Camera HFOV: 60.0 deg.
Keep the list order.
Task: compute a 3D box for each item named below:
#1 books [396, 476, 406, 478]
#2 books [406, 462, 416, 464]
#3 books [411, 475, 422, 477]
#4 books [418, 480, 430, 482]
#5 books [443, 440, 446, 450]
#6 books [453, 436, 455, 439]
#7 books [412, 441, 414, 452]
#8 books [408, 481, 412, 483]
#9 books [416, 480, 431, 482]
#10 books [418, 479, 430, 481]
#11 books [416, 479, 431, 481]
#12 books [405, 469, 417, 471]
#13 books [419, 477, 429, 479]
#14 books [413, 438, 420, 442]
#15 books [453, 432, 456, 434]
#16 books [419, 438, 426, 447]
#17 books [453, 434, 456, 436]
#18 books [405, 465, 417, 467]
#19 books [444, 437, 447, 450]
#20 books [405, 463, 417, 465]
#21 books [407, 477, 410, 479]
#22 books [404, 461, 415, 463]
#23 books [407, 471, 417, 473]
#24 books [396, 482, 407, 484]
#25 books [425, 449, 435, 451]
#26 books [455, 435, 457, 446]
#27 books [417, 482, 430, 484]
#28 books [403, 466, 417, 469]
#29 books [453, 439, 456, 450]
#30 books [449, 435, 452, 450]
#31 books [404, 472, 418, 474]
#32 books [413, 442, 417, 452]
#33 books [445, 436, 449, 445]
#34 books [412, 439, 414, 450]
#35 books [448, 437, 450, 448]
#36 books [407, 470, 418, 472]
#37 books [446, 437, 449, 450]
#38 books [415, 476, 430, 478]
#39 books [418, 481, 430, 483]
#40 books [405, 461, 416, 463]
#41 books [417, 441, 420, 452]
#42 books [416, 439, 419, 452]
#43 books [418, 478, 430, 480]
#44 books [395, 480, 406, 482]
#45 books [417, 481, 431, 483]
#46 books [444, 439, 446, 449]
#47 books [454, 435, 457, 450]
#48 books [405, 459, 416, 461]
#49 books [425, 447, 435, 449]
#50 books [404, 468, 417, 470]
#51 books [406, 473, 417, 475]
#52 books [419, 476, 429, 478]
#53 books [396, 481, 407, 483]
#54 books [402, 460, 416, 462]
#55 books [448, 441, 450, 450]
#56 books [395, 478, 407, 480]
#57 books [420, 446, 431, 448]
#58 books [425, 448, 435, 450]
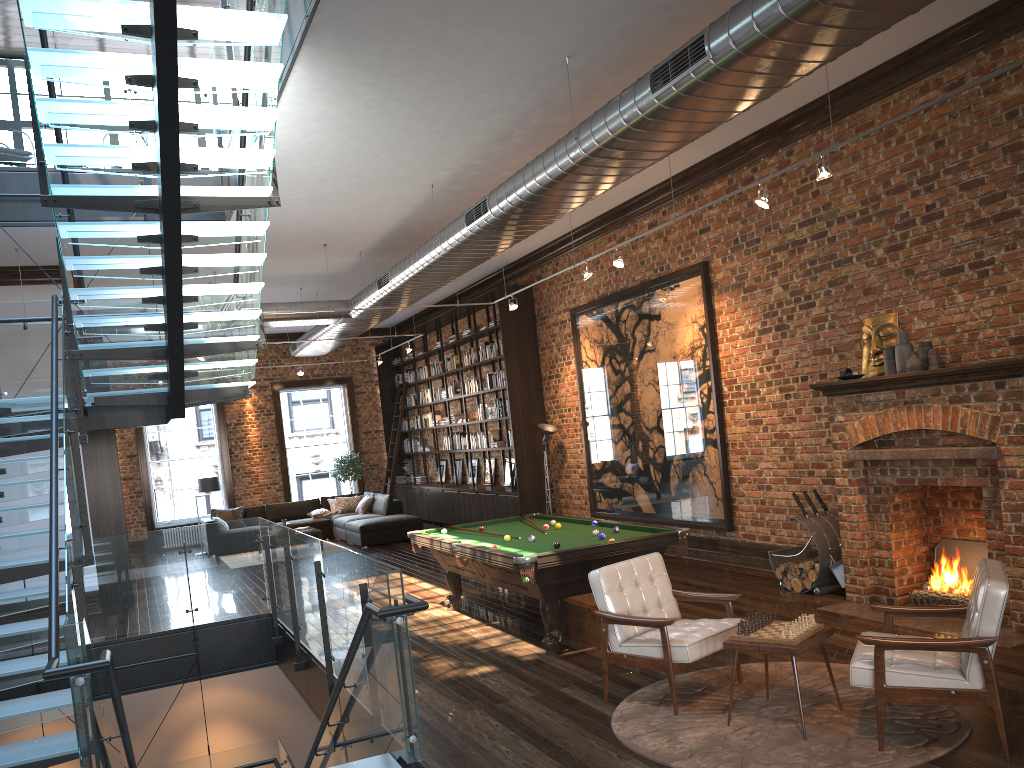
[{"bbox_3d":[-2.569,2.138,20.445,0.199,0.020,0.212,-5,-3,-19],"label":"books"},{"bbox_3d":[-2.335,1.821,20.484,0.183,0.030,0.265,-5,-3,-18],"label":"books"},{"bbox_3d":[-2.166,2.082,20.075,0.176,0.006,0.258,-4,-3,-29],"label":"books"},{"bbox_3d":[-1.961,2.144,19.647,0.228,0.008,0.330,-5,-3,-21],"label":"books"},{"bbox_3d":[-1.318,1.244,18.083,0.177,0.205,0.068,-6,1,-23],"label":"books"},{"bbox_3d":[-1.075,1.153,17.550,0.154,0.277,0.013,-6,2,-23],"label":"books"},{"bbox_3d":[-2.154,1.403,20.017,0.178,0.257,0.031,-6,2,-23],"label":"books"},{"bbox_3d":[-2.293,2.251,20.503,0.198,0.035,0.218,-5,-3,-20],"label":"books"},{"bbox_3d":[-1.963,2.152,19.646,0.226,0.007,0.371,-5,-3,-27],"label":"books"},{"bbox_3d":[-1.961,2.122,19.648,0.228,0.008,0.329,-5,-3,-22],"label":"books"},{"bbox_3d":[-1.959,2.129,19.649,0.226,0.007,0.370,-5,-3,-22],"label":"books"},{"bbox_3d":[-2.335,1.987,20.483,0.219,0.006,0.351,-5,-3,-19],"label":"books"},{"bbox_3d":[-1.968,2.076,19.646,0.228,0.008,0.330,-5,-3,-21],"label":"books"},{"bbox_3d":[-2.128,1.372,19.928,0.165,0.304,0.013,-6,2,-23],"label":"books"},{"bbox_3d":[-1.126,1.131,17.628,0.143,0.338,0.013,-7,2,-23],"label":"books"},{"bbox_3d":[-1.979,1.353,19.636,0.129,0.283,0.030,-7,2,-23],"label":"books"},{"bbox_3d":[-1.113,1.142,17.605,0.169,0.312,0.039,-6,2,-23],"label":"books"},{"bbox_3d":[-2.350,1.903,20.477,0.240,0.019,0.229,-5,-3,-28],"label":"books"},{"bbox_3d":[-1.268,1.193,17.935,0.179,0.275,0.013,-6,2,-23],"label":"books"},{"bbox_3d":[-2.332,1.855,20.485,0.203,0.020,0.318,-5,-3,-23],"label":"books"},{"bbox_3d":[-2.316,2.163,20.495,0.207,0.014,0.347,-5,-3,-18],"label":"books"},{"bbox_3d":[-2.349,1.790,20.479,0.206,0.022,0.248,-4,-3,-29],"label":"books"},{"bbox_3d":[-2.316,2.027,20.496,0.183,0.034,0.271,-5,-3,-18],"label":"books"},{"bbox_3d":[-2.555,2.286,20.450,0.206,0.013,0.280,-5,-3,-22],"label":"books"},{"bbox_3d":[-1.755,1.424,19.149,0.159,0.005,0.325,-5,-3,-24],"label":"books"},{"bbox_3d":[-1.006,1.131,17.344,0.184,0.286,0.015,-6,2,-23],"label":"books"},{"bbox_3d":[-1.961,2.190,19.646,0.228,0.008,0.332,-5,-3,-28],"label":"books"},{"bbox_3d":[-2.348,1.926,20.478,0.259,0.028,0.317,-5,-3,-24],"label":"books"},{"bbox_3d":[-1.079,1.186,17.509,0.174,0.207,0.031,-6,2,-23],"label":"books"},{"bbox_3d":[-1.159,1.156,17.688,0.184,0.301,0.016,-6,2,-23],"label":"books"},{"bbox_3d":[-2.332,2.055,20.489,0.249,0.020,0.318,-5,-3,-24],"label":"books"},{"bbox_3d":[-2.093,1.398,19.811,0.211,0.233,0.019,-6,2,-23],"label":"books"},{"bbox_3d":[-1.237,1.187,17.895,0.180,0.276,0.083,-6,2,-23],"label":"books"},{"bbox_3d":[-2.133,1.378,19.947,0.187,0.296,0.024,-6,2,-23],"label":"books"},{"bbox_3d":[-1.166,1.180,17.709,0.182,0.257,0.029,-6,2,-23],"label":"books"},{"bbox_3d":[-2.321,2.006,20.494,0.207,0.009,0.345,-5,-3,-23],"label":"books"},{"bbox_3d":[-1.219,1.189,17.812,0.189,0.261,0.027,-6,2,-23],"label":"books"},{"bbox_3d":[-1.979,2.061,19.641,0.226,0.007,0.373,-4,-3,-29],"label":"books"},{"bbox_3d":[-1.953,2.167,19.651,0.228,0.008,0.329,-5,-3,-24],"label":"books"},{"bbox_3d":[-2.359,1.804,20.474,0.250,0.006,0.272,-5,-3,-25],"label":"books"},{"bbox_3d":[-2.008,1.384,19.687,0.163,0.232,0.026,-6,2,-23],"label":"books"},{"bbox_3d":[-2.049,1.367,19.802,0.159,0.286,0.014,-6,2,-23],"label":"books"},{"bbox_3d":[-1.966,2.099,19.646,0.228,0.008,0.330,-5,-3,-21],"label":"books"},{"bbox_3d":[-2.562,2.230,20.447,0.199,0.019,0.256,-5,-3,-21],"label":"books"},{"bbox_3d":[-1.954,2.174,19.650,0.226,0.007,0.370,-5,-3,-22],"label":"books"},{"bbox_3d":[-1.280,1.208,17.990,0.177,0.254,0.071,-6,2,-23],"label":"books"},{"bbox_3d":[-1.041,1.136,17.455,0.154,0.295,0.030,-6,2,-23],"label":"books"},{"bbox_3d":[-2.335,1.752,20.485,0.177,0.013,0.358,-5,-3,-21],"label":"books"},{"bbox_3d":[-1.756,1.380,19.145,0.159,0.005,0.324,-5,-3,-24],"label":"books"},{"bbox_3d":[-2.339,1.962,20.481,0.238,0.015,0.250,-5,-3,-21],"label":"books"},{"bbox_3d":[-2.323,2.082,20.492,0.210,0.019,0.342,-5,-3,-19],"label":"books"},{"bbox_3d":[-1.971,2.053,19.645,0.226,0.007,0.370,-5,-3,-21],"label":"books"},{"bbox_3d":[-2.556,2.262,20.449,0.200,0.012,0.245,-5,-3,-20],"label":"books"},{"bbox_3d":[-2.365,1.777,20.472,0.239,0.007,0.319,-5,-3,-28],"label":"books"},{"bbox_3d":[-1.189,1.226,17.795,0.171,0.180,0.027,-6,2,-23],"label":"books"},{"bbox_3d":[-2.564,2.186,20.447,0.204,0.015,0.266,-5,-3,-26],"label":"books"},{"bbox_3d":[-1.901,1.385,19.466,0.160,0.007,0.290,-5,-3,-23],"label":"books"},{"bbox_3d":[-1.760,1.402,19.143,0.159,0.005,0.327,-5,-3,-26],"label":"books"}]
